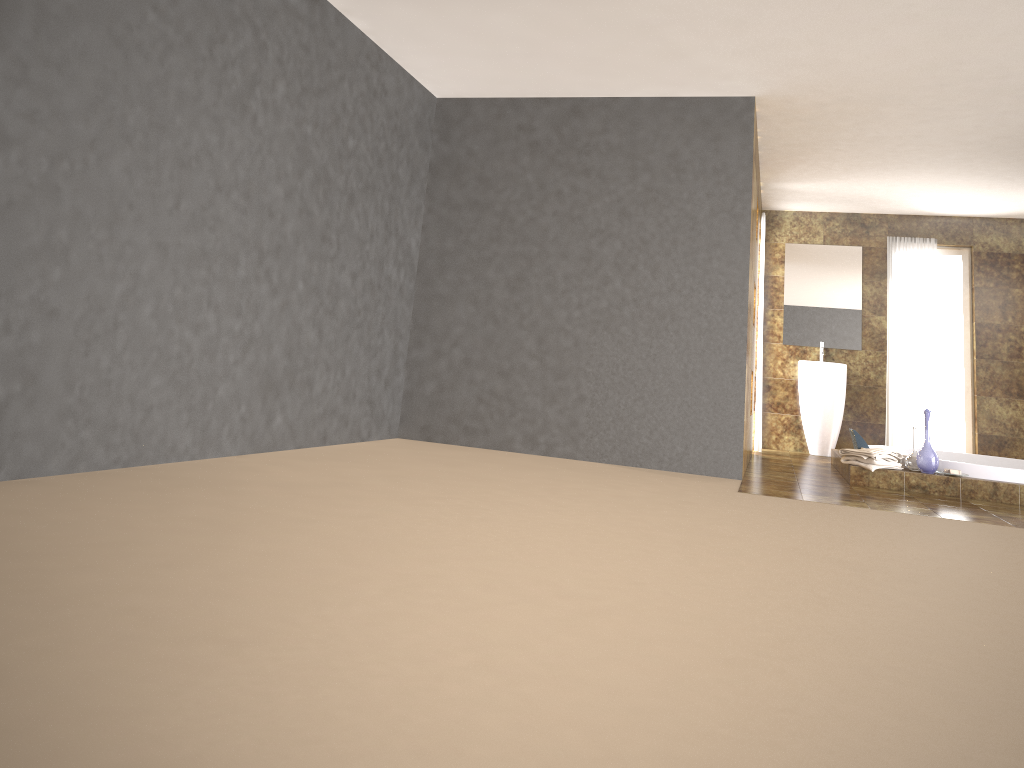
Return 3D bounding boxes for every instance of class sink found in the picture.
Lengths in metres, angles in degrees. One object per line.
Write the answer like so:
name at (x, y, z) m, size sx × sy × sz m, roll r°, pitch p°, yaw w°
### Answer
sink at (3.096, 0.135, 8.634) m, size 0.460 × 1.170 × 0.420 m, roll 2°, pitch -11°, yaw 19°

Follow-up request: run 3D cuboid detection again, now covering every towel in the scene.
towel at (2.425, 0.501, 5.849) m, size 0.316 × 0.154 × 0.336 m, roll 6°, pitch -2°, yaw -29°

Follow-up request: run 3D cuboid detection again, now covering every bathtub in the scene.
bathtub at (3.483, 0.705, 6.383) m, size 1.714 × 0.538 × 1.746 m, roll 6°, pitch -1°, yaw -42°

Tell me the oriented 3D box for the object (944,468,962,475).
object at (2.888, 0.577, 5.665) m, size 0.101 × 0.033 × 0.059 m, roll 5°, pitch -2°, yaw 32°

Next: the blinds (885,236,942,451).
blinds at (4.027, -0.375, 8.682) m, size 0.520 × 2.333 × 0.064 m, roll 2°, pitch -12°, yaw 16°

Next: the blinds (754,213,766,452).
blinds at (2.429, -0.516, 8.407) m, size 0.068 × 2.345 × 0.576 m, roll 2°, pitch -11°, yaw 17°

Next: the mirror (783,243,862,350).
mirror at (3.255, -0.927, 9.063) m, size 0.770 × 1.124 × 0.008 m, roll 3°, pitch -12°, yaw 17°

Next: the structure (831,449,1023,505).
structure at (3.484, 0.713, 6.383) m, size 2.012 × 0.128 × 1.951 m, roll 6°, pitch 1°, yaw 17°

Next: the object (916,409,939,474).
object at (2.756, 0.377, 5.733) m, size 0.136 × 0.432 × 0.130 m, roll 0°, pitch -12°, yaw 24°

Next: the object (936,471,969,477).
object at (2.880, 0.592, 5.652) m, size 0.190 × 0.019 × 0.185 m, roll 5°, pitch 1°, yaw 6°

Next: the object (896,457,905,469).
object at (2.630, 0.535, 5.994) m, size 0.169 × 0.078 × 0.166 m, roll 5°, pitch -2°, yaw -2°

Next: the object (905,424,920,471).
object at (2.735, 0.429, 5.867) m, size 0.130 × 0.317 × 0.125 m, roll 1°, pitch -11°, yaw 24°

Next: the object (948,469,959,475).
object at (2.861, 0.572, 5.602) m, size 0.053 × 0.035 × 0.071 m, roll 4°, pitch -2°, yaw 17°
